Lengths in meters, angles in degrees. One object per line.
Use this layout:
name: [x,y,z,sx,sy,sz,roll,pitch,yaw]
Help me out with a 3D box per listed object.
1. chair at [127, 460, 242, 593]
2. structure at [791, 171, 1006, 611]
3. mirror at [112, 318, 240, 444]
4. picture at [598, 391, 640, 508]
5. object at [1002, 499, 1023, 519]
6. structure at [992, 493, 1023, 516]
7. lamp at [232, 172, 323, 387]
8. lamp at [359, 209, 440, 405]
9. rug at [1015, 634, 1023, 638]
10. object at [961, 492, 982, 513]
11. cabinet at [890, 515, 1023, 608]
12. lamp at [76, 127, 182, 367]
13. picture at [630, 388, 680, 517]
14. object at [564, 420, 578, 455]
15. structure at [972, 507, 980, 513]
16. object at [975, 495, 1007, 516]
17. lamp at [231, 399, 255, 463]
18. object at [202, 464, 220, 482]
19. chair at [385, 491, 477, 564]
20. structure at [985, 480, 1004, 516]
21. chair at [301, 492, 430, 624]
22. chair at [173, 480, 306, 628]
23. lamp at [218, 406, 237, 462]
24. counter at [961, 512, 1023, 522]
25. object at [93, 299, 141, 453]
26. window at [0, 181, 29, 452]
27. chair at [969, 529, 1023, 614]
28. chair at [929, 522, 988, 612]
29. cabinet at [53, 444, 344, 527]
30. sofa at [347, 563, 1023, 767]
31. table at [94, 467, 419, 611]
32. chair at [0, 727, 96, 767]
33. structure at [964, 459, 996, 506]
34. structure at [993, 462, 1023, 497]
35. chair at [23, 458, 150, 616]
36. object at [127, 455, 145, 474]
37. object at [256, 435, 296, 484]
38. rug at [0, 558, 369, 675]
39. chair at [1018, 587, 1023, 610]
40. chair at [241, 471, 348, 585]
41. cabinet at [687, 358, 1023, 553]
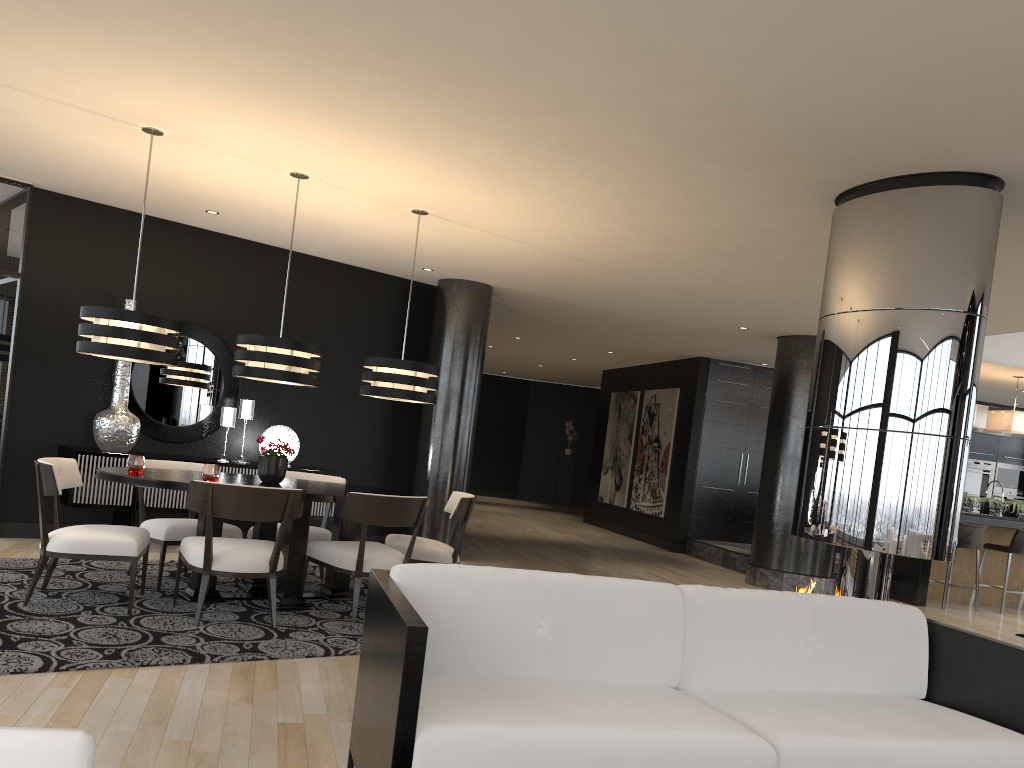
chair: [-2.210,0.942,5.924,0.613,0.806,0.646,6,-1,38]
structure: [1.919,0.378,4.604,0.589,2.743,0.887,6,1,-27]
mirror: [-2.870,-0.021,7.603,1.082,1.078,0.025,8,1,-37]
picture: [1.782,1.065,14.607,0.077,1.874,1.152,7,0,-15]
object: [5.921,1.456,10.231,0.406,0.217,0.399,6,-3,10]
structure: [7.683,1.944,13.655,0.680,0.445,0.070,8,1,-15]
lamp: [-1.429,-0.674,5.622,0.538,1.329,0.532,6,1,-38]
lamp: [-0.720,-0.549,6.170,0.538,1.329,0.532,6,1,-38]
rug: [6.493,2.511,7.463,3.041,0.011,2.479,8,-4,-14]
object: [5.101,1.333,10.054,0.406,0.239,0.399,7,-3,10]
cabinet: [5.782,2.126,10.548,3.124,1.038,1.177,8,-2,-15]
lamp: [-2.137,-0.799,5.074,0.538,1.329,0.532,6,1,-38]
picture: [2.150,1.014,13.252,0.077,1.874,1.152,7,0,-15]
object: [1.319,1.219,19.930,0.338,0.787,0.229,7,1,14]
structure: [6.954,2.221,13.482,0.703,0.707,0.085,7,1,-15]
object: [5.500,1.387,10.139,0.397,0.239,0.408,7,-3,10]
lamp: [-2.350,0.412,7.746,0.132,0.550,0.125,7,1,15]
object: [-1.744,0.518,5.108,0.096,0.106,0.095,7,-1,-26]
chair: [-0.606,1.170,6.377,0.617,0.806,0.642,7,-1,-9]
structure: [5.760,1.677,10.820,2.785,1.019,0.654,8,0,-16]
chair: [-0.924,1.078,5.631,0.646,0.806,0.612,8,-1,-44]
chair: [-1.584,0.959,5.075,0.646,0.806,0.613,7,-1,-27]
lamp: [-2.457,0.431,7.593,0.125,0.465,0.131,7,1,-15]
counter: [5.847,1.594,10.535,3.124,0.032,1.178,8,-4,-15]
object: [-3.086,-0.063,6.995,0.345,1.209,0.341,6,1,-29]
window: [3.831,-0.380,5.235,15.972,4.784,10.091,9,-4,-28]
chair: [5.651,2.113,10.037,0.477,0.964,0.517,7,0,-15]
chair: [4.898,2.007,9.827,0.477,0.964,0.517,7,0,-15]
cabinet: [-2.627,1.026,7.550,2.251,0.766,0.607,10,-2,-37]
sofa: [0.588,1.056,2.696,2.038,0.804,0.836,8,-2,-15]
table: [-1.593,1.019,5.699,2.118,0.769,1.203,9,-3,-36]
chair: [-0.846,0.709,0.625,0.857,0.855,0.999,7,-2,-15]
structure: [7.041,1.505,13.464,0.703,0.707,0.085,7,1,-15]
structure: [7.739,1.483,13.642,0.678,0.474,0.026,8,1,-15]
chair: [-2.415,0.855,5.034,0.618,0.806,0.641,7,-1,-17]
object: [-2.176,0.465,5.105,0.095,0.106,0.096,7,-1,19]
object: [-1.524,0.490,5.668,0.239,0.298,0.227,7,-1,-35]
rug: [-1.696,1.388,5.681,3.745,0.011,2.705,10,-5,-38]
chair: [6.321,2.208,10.223,0.477,0.964,0.517,7,0,-15]
chair: [-1.558,1.054,6.381,0.644,0.806,0.615,7,-1,-9]
cabinet: [5.240,1.294,13.301,5.745,2.528,0.725,8,1,-15]
